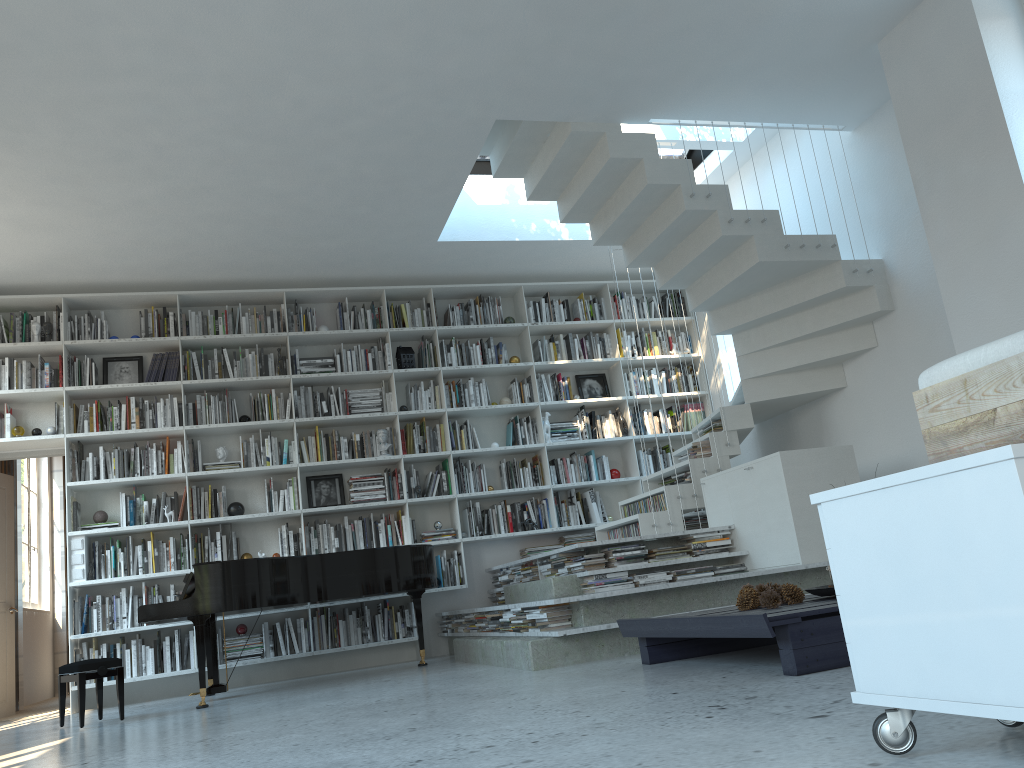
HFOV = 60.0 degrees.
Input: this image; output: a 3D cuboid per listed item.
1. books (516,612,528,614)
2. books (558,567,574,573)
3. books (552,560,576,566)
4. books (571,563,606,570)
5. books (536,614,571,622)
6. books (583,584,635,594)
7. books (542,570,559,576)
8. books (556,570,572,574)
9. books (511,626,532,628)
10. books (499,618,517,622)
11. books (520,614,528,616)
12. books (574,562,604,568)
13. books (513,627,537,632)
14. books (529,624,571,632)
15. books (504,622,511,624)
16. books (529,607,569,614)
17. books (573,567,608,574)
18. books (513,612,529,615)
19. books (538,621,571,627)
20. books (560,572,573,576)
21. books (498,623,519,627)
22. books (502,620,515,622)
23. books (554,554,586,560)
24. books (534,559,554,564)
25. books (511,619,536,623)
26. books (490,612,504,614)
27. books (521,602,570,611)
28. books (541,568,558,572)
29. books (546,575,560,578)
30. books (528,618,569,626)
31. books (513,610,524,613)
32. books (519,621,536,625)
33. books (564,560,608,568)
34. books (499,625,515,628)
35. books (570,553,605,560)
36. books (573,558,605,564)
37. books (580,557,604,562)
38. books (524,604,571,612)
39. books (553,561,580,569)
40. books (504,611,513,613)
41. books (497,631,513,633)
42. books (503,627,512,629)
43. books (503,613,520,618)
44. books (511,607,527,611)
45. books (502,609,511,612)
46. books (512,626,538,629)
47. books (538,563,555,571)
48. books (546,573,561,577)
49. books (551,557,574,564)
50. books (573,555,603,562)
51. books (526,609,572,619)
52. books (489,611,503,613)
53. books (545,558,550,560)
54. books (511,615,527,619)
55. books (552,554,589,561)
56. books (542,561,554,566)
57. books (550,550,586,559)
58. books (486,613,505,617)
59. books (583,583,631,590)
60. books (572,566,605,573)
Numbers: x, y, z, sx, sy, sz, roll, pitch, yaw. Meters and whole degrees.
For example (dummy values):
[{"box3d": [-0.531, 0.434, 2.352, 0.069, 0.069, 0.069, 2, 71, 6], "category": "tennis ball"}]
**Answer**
[{"box3d": [0.132, 1.334, 5.217, 0.133, 0.008, 0.285, -2, -15, -21], "category": "books"}, {"box3d": [0.411, 1.238, 5.949, 0.155, 0.028, 0.190, -4, -14, -16], "category": "books"}, {"box3d": [0.392, 1.196, 5.955, 0.187, 0.009, 0.251, -3, -14, -17], "category": "books"}, {"box3d": [0.490, 1.174, 5.691, 0.152, 0.015, 0.208, -3, -14, -20], "category": "books"}, {"box3d": [0.228, 1.300, 4.926, 0.137, 0.019, 0.225, -4, -14, -16], "category": "books"}, {"box3d": [0.590, 1.258, 5.440, 0.262, 0.023, 0.200, -3, -14, -19], "category": "books"}, {"box3d": [0.321, 1.319, 6.231, 0.167, 0.024, 0.193, -4, -14, -16], "category": "books"}, {"box3d": [0.408, 1.255, 5.944, 0.154, 0.007, 0.293, -4, -14, -15], "category": "books"}, {"box3d": [0.119, 1.412, 5.192, 0.191, 0.006, 0.276, -4, -14, -16], "category": "books"}, {"box3d": [0.035, 1.447, 5.483, 0.180, 0.016, 0.183, -3, -14, -20], "category": "books"}, {"box3d": [0.136, 1.348, 5.215, 0.133, 0.009, 0.210, -4, -14, -14], "category": "books"}, {"box3d": [0.495, 1.164, 5.695, 0.134, 0.006, 0.227, -4, -14, -14], "category": "books"}, {"box3d": [0.118, 1.431, 5.187, 0.191, 0.016, 0.209, -5, -14, -13], "category": "books"}, {"box3d": [0.210, 1.350, 4.907, 0.184, 0.017, 0.231, -4, -14, -16], "category": "books"}, {"box3d": [0.057, 1.466, 5.485, 0.145, 0.010, 0.267, -3, -14, -18], "category": "books"}, {"box3d": [0.203, 1.259, 4.929, 0.164, 0.015, 0.243, -4, -14, -14], "category": "books"}, {"box3d": [0.503, 1.198, 5.688, 0.144, 0.009, 0.250, -3, -14, -17], "category": "books"}, {"box3d": [0.122, 1.341, 5.212, 0.175, 0.006, 0.252, -3, -14, -17], "category": "books"}, {"box3d": [0.236, 1.333, 4.919, 0.132, 0.014, 0.206, -3, -14, -17], "category": "books"}, {"box3d": [0.414, 1.268, 5.942, 0.142, 0.020, 0.231, -5, -14, -13], "category": "books"}, {"box3d": [0.036, 1.478, 5.475, 0.189, 0.013, 0.215, -3, -14, -19], "category": "books"}, {"box3d": [0.039, 1.458, 5.481, 0.171, 0.007, 0.261, -4, -14, -15], "category": "books"}, {"box3d": [0.390, 1.163, 5.964, 0.170, 0.008, 0.209, -4, -14, -15], "category": "books"}, {"box3d": [0.292, 1.243, 6.243, 0.192, 0.014, 0.257, -2, -15, -21], "category": "books"}, {"box3d": [0.118, 1.383, 5.200, 0.191, 0.015, 0.247, -4, -14, -16], "category": "books"}, {"box3d": [-0.039, 1.486, 5.781, 0.157, 0.007, 0.269, -3, -14, -17], "category": "books"}, {"box3d": [0.186, 1.237, 4.931, 0.192, 0.014, 0.257, -2, -15, -21], "category": "books"}, {"box3d": [0.308, 1.301, 6.232, 0.177, 0.015, 0.188, -5, -14, -13], "category": "books"}, {"box3d": [0.333, 1.350, 6.226, 0.132, 0.016, 0.263, -5, -14, -13], "category": "books"}, {"box3d": [0.200, 1.320, 4.912, 0.187, 0.017, 0.206, -5, -14, -13], "category": "books"}, {"box3d": [0.110, 1.326, 5.213, 0.178, 0.010, 0.196, -5, -14, -13], "category": "books"}, {"box3d": [0.139, 1.395, 5.203, 0.154, 0.014, 0.197, -3, -14, -17], "category": "books"}, {"box3d": [0.475, 1.156, 5.691, 0.184, 0.014, 0.298, -3, -14, -18], "category": "books"}, {"box3d": [0.043, 1.487, 5.475, 0.180, 0.008, 0.268, -3, -14, -18], "category": "books"}, {"box3d": [0.484, 1.111, 5.706, 0.149, 0.014, 0.229, -3, -14, -19], "category": "books"}, {"box3d": [0.496, 1.142, 5.701, 0.137, 0.012, 0.243, -4, -14, -16], "category": "books"}, {"box3d": [0.516, 1.130, 5.710, 0.091, 0.011, 0.190, -3, -14, -19], "category": "books"}, {"box3d": [0.195, 1.248, 4.930, 0.176, 0.010, 0.267, -2, -15, -21], "category": "books"}, {"box3d": [0.399, 1.212, 5.953, 0.177, 0.026, 0.231, -3, -14, -17], "category": "books"}, {"box3d": [0.042, 1.405, 5.496, 0.139, 0.013, 0.289, -5, -14, -13], "category": "books"}, {"box3d": [0.036, 1.516, 5.465, 0.193, 0.005, 0.225, -2, -15, -21], "category": "books"}, {"box3d": [0.050, 1.495, 5.474, 0.159, 0.009, 0.276, -4, -14, -15], "category": "books"}, {"box3d": [0.047, 1.425, 5.493, 0.141, 0.028, 0.223, -2, -15, -22], "category": "books"}, {"box3d": [0.108, 1.314, 5.215, 0.182, 0.016, 0.257, -4, -14, -15], "category": "books"}, {"box3d": [0.040, 1.393, 5.499, 0.157, 0.014, 0.216, -4, -14, -16], "category": "books"}, {"box3d": [0.126, 1.419, 5.192, 0.178, 0.009, 0.277, -3, -14, -19], "category": "books"}, {"box3d": [0.310, 1.279, 6.238, 0.174, 0.029, 0.251, -3, -14, -19], "category": "books"}, {"box3d": [0.340, 1.336, 6.232, 0.136, 0.013, 0.259, -3, -14, -17], "category": "books"}, {"box3d": [0.392, 1.180, 5.959, 0.168, 0.013, 0.282, -3, -14, -20], "category": "books"}, {"box3d": [0.489, 1.122, 5.705, 0.132, 0.009, 0.270, -4, -14, -14], "category": "books"}, {"box3d": [0.206, 1.280, 4.925, 0.156, 0.027, 0.288, -2, -15, -22], "category": "books"}, {"box3d": [-0.044, 1.479, 5.782, 0.160, 0.008, 0.239, -4, -14, -16], "category": "books"}, {"box3d": [0.319, 1.228, 6.255, 0.134, 0.014, 0.182, -5, -14, -13], "category": "books"}, {"box3d": [0.116, 1.359, 5.206, 0.168, 0.013, 0.282, -2, -15, -22], "category": "books"}, {"box3d": [0.392, 1.170, 5.962, 0.171, 0.007, 0.261, -3, -14, -19], "category": "books"}, {"box3d": [0.317, 1.257, 6.247, 0.145, 0.017, 0.209, -2, -15, -22], "category": "books"}, {"box3d": [0.375, 1.149, 5.963, 0.189, 0.022, 0.238, -5, -14, -13], "category": "books"}, {"box3d": [-0.051, 1.497, 5.775, 0.170, 0.014, 0.281, -3, -14, -20], "category": "books"}, {"box3d": [0.583, 1.249, 5.462, 0.264, 0.006, 0.165, -4, -14, -16], "category": "books"}, {"box3d": [0.486, 1.188, 5.686, 0.161, 0.014, 0.213, -4, -14, -14], "category": "books"}]
